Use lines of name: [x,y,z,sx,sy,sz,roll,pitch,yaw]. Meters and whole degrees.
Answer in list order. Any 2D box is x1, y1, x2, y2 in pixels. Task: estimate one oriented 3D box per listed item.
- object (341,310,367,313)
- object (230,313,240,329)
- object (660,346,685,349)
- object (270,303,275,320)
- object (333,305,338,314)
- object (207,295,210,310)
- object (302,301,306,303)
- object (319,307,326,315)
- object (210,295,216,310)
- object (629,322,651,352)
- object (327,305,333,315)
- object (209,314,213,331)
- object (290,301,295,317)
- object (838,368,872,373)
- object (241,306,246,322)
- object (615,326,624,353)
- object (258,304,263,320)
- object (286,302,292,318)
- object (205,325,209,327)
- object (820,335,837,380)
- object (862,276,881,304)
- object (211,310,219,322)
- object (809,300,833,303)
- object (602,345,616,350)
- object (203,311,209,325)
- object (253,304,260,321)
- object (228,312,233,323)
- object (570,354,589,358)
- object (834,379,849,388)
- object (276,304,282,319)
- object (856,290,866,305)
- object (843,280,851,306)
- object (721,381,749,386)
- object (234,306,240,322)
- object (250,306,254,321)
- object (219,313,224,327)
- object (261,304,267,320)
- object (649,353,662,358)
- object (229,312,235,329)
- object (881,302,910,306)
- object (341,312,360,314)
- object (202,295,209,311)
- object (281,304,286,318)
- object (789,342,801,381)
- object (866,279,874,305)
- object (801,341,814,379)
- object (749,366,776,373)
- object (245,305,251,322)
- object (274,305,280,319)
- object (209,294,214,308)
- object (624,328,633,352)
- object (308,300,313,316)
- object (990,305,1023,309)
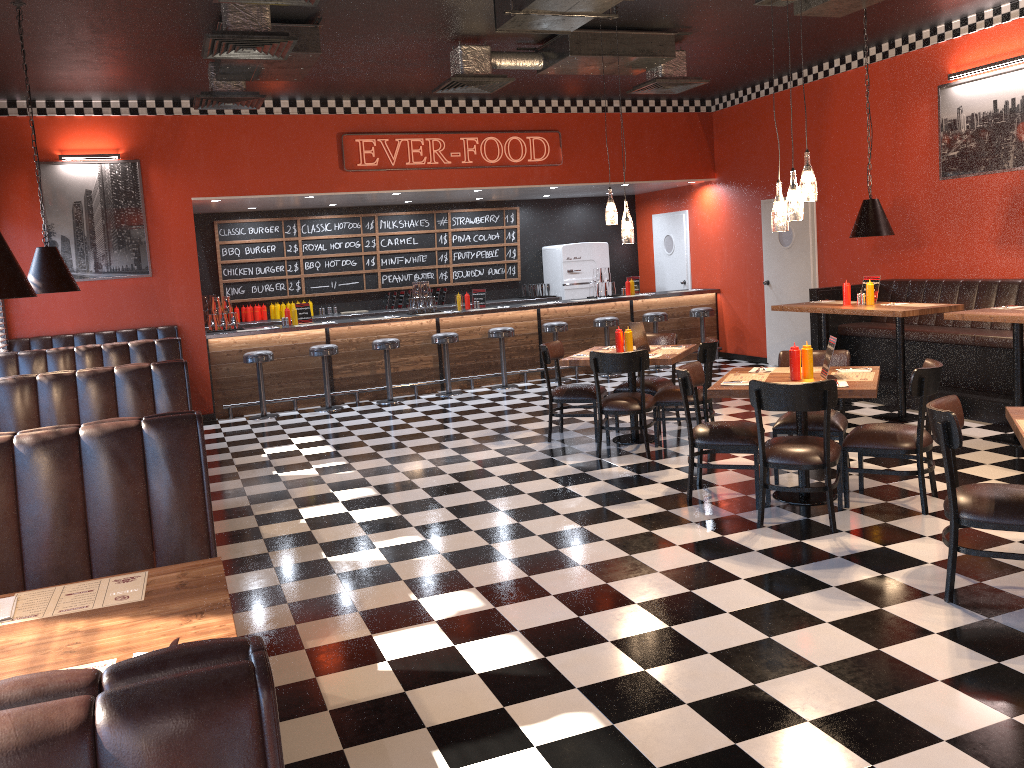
object: [-2.325,-1.067,13.046,0.366,0.001,0.262,-7,9,-19]
object: [-3.374,-0.760,10.775,0.106,0.208,0.105,-8,8,-36]
object: [1.384,-0.321,7.749,0.255,0.019,0.158,-1,9,18]
object: [-3.424,-1.042,12.664,0.068,0.237,0.068,-9,8,-43]
object: [-2.586,-1.089,12.959,0.047,0.135,0.094,-7,7,-26]
object: [-4.230,-1.121,12.221,0.106,0.208,0.105,-8,8,-36]
object: [-3.007,-1.095,12.833,0.068,0.237,0.068,-6,6,-19]
object: [-2.773,-1.071,12.923,0.093,0.135,0.047,-2,6,14]
object: [-4.096,-1.120,12.152,0.106,0.208,0.105,-8,8,-36]
object: [1.104,-0.410,7.662,0.072,0.256,0.188,-7,7,-31]
object: [-2.671,-1.085,12.970,0.046,0.135,0.094,-1,7,24]
object: [-3.648,-0.746,10.807,0.106,0.208,0.105,-8,8,-36]
object: [-3.145,-1.071,12.734,0.068,0.237,0.068,-10,8,-44]
object: [2.214,-0.094,5.784,0.255,0.019,0.158,0,9,25]
object: [-3.797,-1.000,12.546,0.068,0.237,0.068,-6,6,-19]
object: [0.919,-0.377,7.582,0.068,0.237,0.068,-2,6,22]
object: [-3.604,-1.026,12.640,0.068,0.237,0.068,-6,6,-19]
object: [-3.217,-1.072,12.773,0.068,0.237,0.068,-10,8,-44]
object: [-4.136,-0.816,12.200,0.273,0.018,0.438,-7,9,-21]
object: [1.988,-0.168,5.564,0.072,0.256,0.189,-3,7,9]
object: [3.365,-0.885,8.324,0.072,0.256,0.189,-7,7,-29]
object: [-4.062,-0.907,12.119,0.106,0.208,0.105,-8,8,-36]
object: [3.106,-0.832,8.908,0.255,0.019,0.158,-8,9,-24]
object: [0.914,-0.333,8.052,0.157,0.019,0.256,0,9,27]
object: [-4.167,-0.893,12.067,0.106,0.208,0.105,-8,8,-36]
object: [-3.619,-1.011,12.542,0.068,0.237,0.068,-6,6,-19]
object: [-3.955,-0.973,12.435,0.068,0.237,0.068,-9,8,-43]
object: [0.633,-0.242,7.556,0.255,0.019,0.158,0,9,28]
object: [1.927,-0.006,5.308,0.157,0.019,0.256,-1,9,17]
object: [-3.349,-1.054,12.711,0.068,0.237,0.068,-6,6,-19]
object: [3.252,-0.805,8.248,0.047,0.135,0.094,-7,7,-30]
object: [3.133,-0.856,8.293,0.068,0.237,0.068,2,8,44]
object: [1.445,-0.011,5.566,0.255,0.019,0.158,0,9,23]
object: [-3.872,-0.984,12.473,0.068,0.237,0.068,-4,6,-4]
object: [-3.707,-1.010,12.577,0.068,0.237,0.068,-6,6,-19]
object: [-3.537,-0.758,10.837,0.106,0.208,0.105,-8,8,-36]
object: [-3.522,-1.026,12.597,0.068,0.237,0.068,-6,6,-19]
object: [1.144,-0.235,7.263,0.157,0.019,0.256,0,9,25]
object: [-3.427,-0.772,10.880,0.106,0.208,0.105,-8,8,-36]
object: [3.448,-0.726,8.013,0.255,0.019,0.158,-8,9,-24]
object: [-2.324,-1.053,13.047,0.366,0.001,0.262,-7,9,-20]
object: [-4.198,-1.107,12.107,0.106,0.208,0.105,-8,8,-36]
object: [-3.275,-1.057,12.701,0.068,0.237,0.068,-6,6,-22]
object: [1.776,-0.143,5.558,0.068,0.237,0.068,-6,6,-16]
object: [3.287,-0.843,8.133,0.068,0.237,0.068,2,8,44]
object: [1.864,-0.154,5.589,0.068,0.237,0.068,-6,6,-16]
object: [1.707,-0.099,6.054,0.157,0.019,0.256,0,9,26]
object: [-3.718,-0.996,12.486,0.068,0.237,0.068,-9,8,-43]
object: [-3.350,-1.039,12.609,0.068,0.237,0.068,-10,8,-44]
object: [-4.147,-1.132,12.257,0.106,0.208,0.105,-8,8,-36]
object: [0.991,-0.373,7.522,0.068,0.237,0.068,-5,6,-6]
object: [-2.927,-1.104,12.864,0.068,0.237,0.068,-6,6,-19]
object: [3.884,-0.605,6.970,0.255,0.019,0.158,-8,9,-24]
